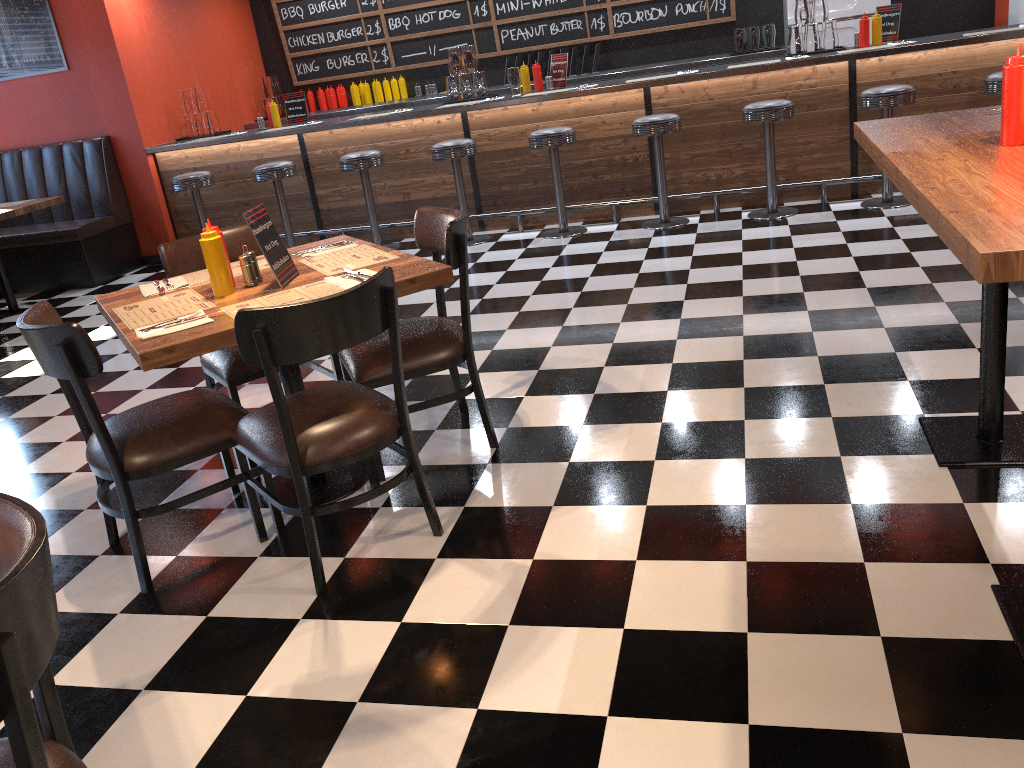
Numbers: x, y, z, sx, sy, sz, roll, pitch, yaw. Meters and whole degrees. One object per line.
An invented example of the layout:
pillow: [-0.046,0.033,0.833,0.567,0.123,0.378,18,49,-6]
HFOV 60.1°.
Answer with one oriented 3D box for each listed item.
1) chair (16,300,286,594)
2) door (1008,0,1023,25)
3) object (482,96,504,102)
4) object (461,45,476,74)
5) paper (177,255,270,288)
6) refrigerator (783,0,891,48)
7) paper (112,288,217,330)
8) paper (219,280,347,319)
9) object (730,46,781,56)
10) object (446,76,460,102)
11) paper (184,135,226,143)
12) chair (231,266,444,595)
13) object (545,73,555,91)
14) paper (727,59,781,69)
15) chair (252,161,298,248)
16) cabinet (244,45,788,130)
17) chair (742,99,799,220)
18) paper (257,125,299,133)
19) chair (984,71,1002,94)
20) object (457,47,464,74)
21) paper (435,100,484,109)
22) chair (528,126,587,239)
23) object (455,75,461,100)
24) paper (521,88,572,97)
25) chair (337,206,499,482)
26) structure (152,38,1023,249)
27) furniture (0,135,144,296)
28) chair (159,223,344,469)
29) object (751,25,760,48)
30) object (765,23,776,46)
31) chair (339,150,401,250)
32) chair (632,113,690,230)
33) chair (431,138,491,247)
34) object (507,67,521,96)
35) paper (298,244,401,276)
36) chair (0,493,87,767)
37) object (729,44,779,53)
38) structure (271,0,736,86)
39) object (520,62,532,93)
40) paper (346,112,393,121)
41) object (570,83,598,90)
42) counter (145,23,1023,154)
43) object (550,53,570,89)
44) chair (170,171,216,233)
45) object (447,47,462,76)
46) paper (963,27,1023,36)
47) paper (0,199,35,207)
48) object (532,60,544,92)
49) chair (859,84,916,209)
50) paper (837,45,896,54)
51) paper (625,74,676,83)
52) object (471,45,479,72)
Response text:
chair: [-1.150,0.130,2.832,0.548,0.855,0.489,-22,23,-32]
door: [3.914,-2.874,6.729,0.161,2.149,1.041,-3,20,16]
object: [-0.142,-2.210,6.854,0.157,0.018,0.259,-4,22,11]
object: [-0.351,-2.580,7.047,0.106,0.206,0.106,-19,22,-27]
paper: [-1.030,-0.420,3.259,0.367,0.001,0.263,-20,24,-26]
refrigerator: [2.820,-2.891,7.719,0.802,1.779,0.862,-3,20,16]
paper: [-1.123,-0.246,2.850,0.262,0.001,0.368,-20,24,-27]
paper: [-0.681,-0.257,2.705,0.367,0.001,0.263,-20,24,-26]
object: [2.141,-2.933,7.804,0.436,0.018,0.277,-3,22,16]
object: [-0.481,-2.385,7.171,0.106,0.206,0.106,-19,22,-27]
paper: [-2.550,-2.081,7.498,0.365,0.001,0.265,-2,22,17]
chair: [-0.564,0.098,2.682,0.490,0.855,0.548,-21,23,-31]
object: [0.289,-2.349,6.880,0.047,0.134,0.094,-17,21,-22]
paper: [1.734,-2.294,6.351,0.365,0.001,0.265,-2,22,17]
chair: [-1.833,-1.390,7.123,0.350,0.764,0.351,-17,21,-22]
cabinet: [-0.033,-2.425,8.755,5.281,0.985,0.685,-3,21,16]
chair: [1.782,-1.555,6.116,0.348,0.764,0.353,-3,20,16]
paper: [-1.896,-2.116,7.329,0.365,0.001,0.265,-2,22,17]
chair: [3.229,-1.621,5.713,0.350,0.764,0.351,-19,22,-27]
object: [-0.445,-2.615,7.173,0.106,0.206,0.106,-19,22,-27]
paper: [-0.392,-2.188,6.919,0.365,0.001,0.265,-2,22,17]
chair: [0.336,-1.489,6.519,0.350,0.764,0.351,-19,22,-27]
object: [-0.468,-2.427,7.275,0.106,0.206,0.106,-19,22,-27]
paper: [0.270,-2.216,6.729,0.365,0.001,0.265,-2,22,17]
chair: [-0.371,-0.179,3.314,0.546,0.855,0.492,-15,20,-15]
structure: [0.365,-1.633,6.762,7.035,1.025,0.219,-3,20,16]
furniture: [-4.238,-1.412,7.611,1.708,1.138,0.716,-3,21,16]
chair: [-1.041,-0.187,3.599,0.490,0.855,0.548,-21,23,-31]
object: [2.217,-3.159,8.093,0.106,0.206,0.106,-19,22,-27]
object: [2.351,-3.174,8.078,0.106,0.206,0.106,-19,22,-27]
chair: [-1.110,-1.423,6.921,0.350,0.764,0.351,-17,21,-22]
chair: [1.059,-1.522,6.317,0.350,0.764,0.351,-19,22,-27]
chair: [-0.387,-1.456,6.720,0.351,0.764,0.351,-21,23,-31]
object: [0.021,-2.352,6.892,0.106,0.206,0.106,-19,22,-27]
paper: [-0.583,-0.443,3.142,0.262,0.001,0.368,-19,23,-24]
chair: [-0.855,0.675,1.317,0.547,0.855,0.491,-18,22,-24]
object: [2.204,-3.051,8.081,0.436,0.018,0.277,-3,22,16]
structure: [-0.213,-3.761,8.542,4.539,1.131,0.203,-3,20,16]
object: [0.106,-2.428,7.013,0.068,0.234,0.069,2,22,28]
paper: [-1.114,-2.160,7.134,0.365,0.001,0.265,-2,22,17]
object: [0.548,-2.232,6.637,0.157,0.018,0.258,4,24,30]
counter: [0.358,-2.256,6.867,7.035,0.049,0.685,-3,22,16]
object: [0.365,-2.441,6.917,0.073,0.253,0.189,-23,24,-36]
chair: [-2.556,-1.357,7.324,0.350,0.764,0.351,-19,22,-27]
object: [-0.462,-2.579,7.089,0.106,0.206,0.106,-19,22,-27]
paper: [3.224,-2.359,5.929,0.365,0.001,0.264,2,23,25]
paper: [-3.967,-1.407,6.951,0.365,0.001,0.265,-4,22,11]
object: [0.200,-2.419,6.955,0.068,0.234,0.069,2,22,28]
chair: [2.505,-1.588,5.914,0.348,0.764,0.353,-1,21,20]
paper: [2.452,-2.324,6.144,0.365,0.001,0.265,-2,22,16]
paper: [1.021,-2.248,6.515,0.365,0.001,0.265,-4,22,12]
object: [-0.330,-2.623,7.150,0.106,0.206,0.106,-19,22,-27]
